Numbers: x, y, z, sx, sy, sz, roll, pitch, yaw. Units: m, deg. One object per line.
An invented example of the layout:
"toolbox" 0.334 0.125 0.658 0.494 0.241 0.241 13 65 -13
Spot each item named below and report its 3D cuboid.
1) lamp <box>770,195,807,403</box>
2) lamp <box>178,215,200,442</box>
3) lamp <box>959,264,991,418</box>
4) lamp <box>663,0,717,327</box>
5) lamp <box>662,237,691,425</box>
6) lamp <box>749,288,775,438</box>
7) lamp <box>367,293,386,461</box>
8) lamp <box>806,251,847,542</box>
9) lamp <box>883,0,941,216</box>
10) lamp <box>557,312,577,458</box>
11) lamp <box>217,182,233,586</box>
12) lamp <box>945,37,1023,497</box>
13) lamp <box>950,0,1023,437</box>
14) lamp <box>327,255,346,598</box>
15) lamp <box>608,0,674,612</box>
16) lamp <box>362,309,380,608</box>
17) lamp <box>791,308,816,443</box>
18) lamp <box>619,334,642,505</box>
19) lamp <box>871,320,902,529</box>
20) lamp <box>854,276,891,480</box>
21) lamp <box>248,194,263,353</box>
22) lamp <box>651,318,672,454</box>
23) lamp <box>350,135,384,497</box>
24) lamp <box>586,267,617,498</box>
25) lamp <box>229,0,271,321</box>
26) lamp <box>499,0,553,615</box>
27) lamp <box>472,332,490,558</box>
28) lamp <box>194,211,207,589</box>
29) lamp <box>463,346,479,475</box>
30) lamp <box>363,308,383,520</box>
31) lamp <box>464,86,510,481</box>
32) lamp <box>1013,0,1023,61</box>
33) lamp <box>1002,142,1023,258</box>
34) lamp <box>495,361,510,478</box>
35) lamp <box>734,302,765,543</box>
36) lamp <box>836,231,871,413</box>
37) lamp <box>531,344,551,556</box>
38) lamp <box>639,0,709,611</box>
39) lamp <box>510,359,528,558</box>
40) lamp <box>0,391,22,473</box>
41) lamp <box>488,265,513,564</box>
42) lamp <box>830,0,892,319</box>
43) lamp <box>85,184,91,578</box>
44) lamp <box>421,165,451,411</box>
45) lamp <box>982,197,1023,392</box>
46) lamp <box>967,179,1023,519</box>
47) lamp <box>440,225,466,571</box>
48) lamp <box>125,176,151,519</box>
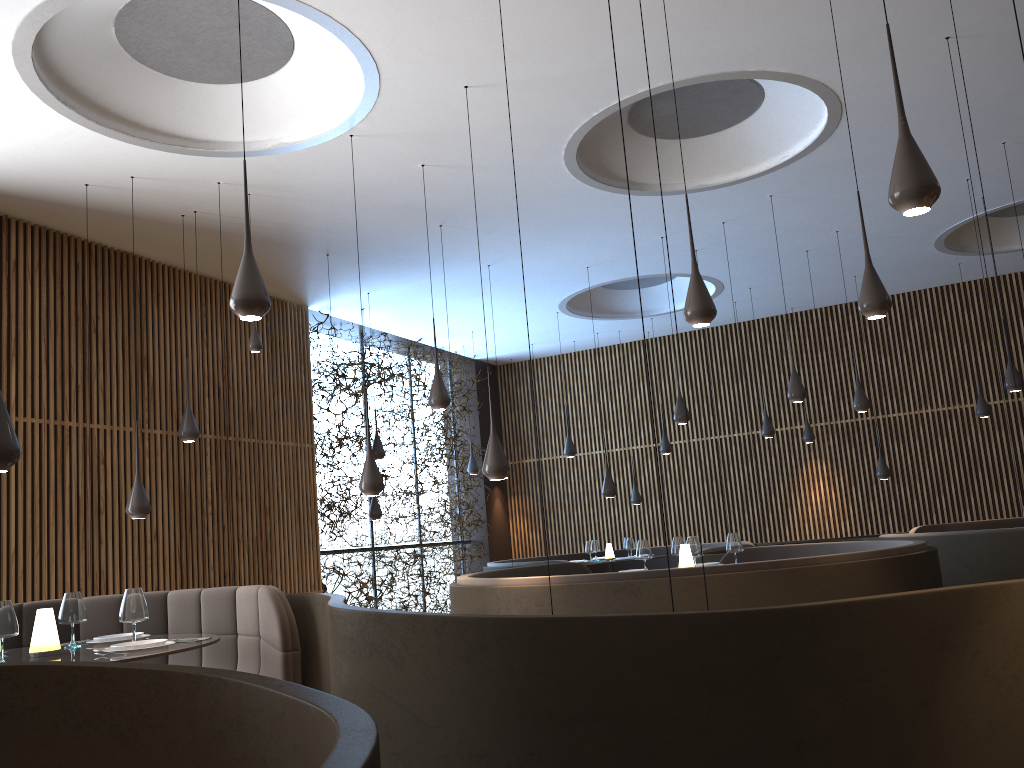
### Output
"lamp" 2.841 -0.906 9.253 0.196 2.215 0.196 0 -10 -29
"lamp" -3.120 -0.551 8.484 0.196 2.215 0.196 2 -11 -39
"lamp" 6.491 -0.627 12.521 0.196 2.215 0.196 -5 -9 1
"lamp" 1.027 -1.438 5.395 0.196 2.215 0.196 -10 -10 30
"lamp" 1.863 -0.635 10.305 0.196 2.215 0.196 0 -10 -29
"lamp" 3.601 -0.321 12.901 0.196 2.215 0.196 -6 -9 11
"lamp" -1.812 -0.110 11.576 0.196 2.215 0.196 0 -10 -29
"lamp" 4.073 1.360 11.008 0.196 6.252 0.196 -12 -11 40
"lamp" 1.525 -1.779 3.704 0.196 2.215 0.196 0 -10 -29
"lamp" 0.784 0.000 13.402 0.196 2.215 0.196 -6 -9 11
"lamp" -2.383 1.271 7.512 0.196 6.252 0.196 2 -11 -36
"lamp" 3.461 0.532 6.063 0.196 6.252 0.196 0 -10 -29
"lamp" 2.937 0.397 5.057 0.196 6.252 0.196 2 -11 -39
"lamp" -1.848 1.607 9.652 0.196 6.252 0.196 -5 -9 1
"lamp" 0.562 0.302 3.419 0.196 6.252 0.196 0 -10 -29
"lamp" -1.853 2.029 12.024 0.196 6.252 0.196 2 -11 -39
"lamp" 4.678 -0.151 14.361 0.196 2.215 0.196 -6 -9 11
"lamp" 1.950 0.547 14.932 0.196 2.950 0.196 -6 -9 11
"lamp" 5.913 1.674 13.632 0.196 6.252 0.196 -12 -11 40
"lamp" 5.111 -0.113 12.678 0.196 2.950 0.196 -6 -9 11
"lamp" -2.393 -1.031 8.166 0.133 1.503 0.133 -8 -9 21
"lamp" 2.366 0.023 14.268 0.196 2.215 0.196 -6 -9 11
"lamp" -1.200 -0.589 7.068 0.196 2.950 0.196 -2 -9 -19
"lamp" 1.093 -0.047 11.185 0.196 2.950 0.196 -8 -9 21
"lamp" -1.354 -1.409 4.455 0.196 2.215 0.196 0 -10 -29
"lamp" 0.156 0.552 4.637 0.196 6.252 0.196 -10 -10 30
"lamp" -0.386 2.237 13.875 0.196 6.252 0.196 2 -11 -39
"lamp" -2.811 1.413 8.113 0.196 6.252 0.196 -10 -10 33
"lamp" -0.743 0.434 15.139 0.196 2.215 0.196 2 -11 -39
"lamp" -1.969 0.394 12.246 0.196 2.950 0.196 0 -10 -29
"lamp" -0.225 -0.780 6.444 0.196 2.950 0.196 -3 -9 -9
"lamp" 1.970 -1.488 3.478 0.196 2.950 0.196 -10 -10 30
"lamp" 4.987 0.761 8.063 0.196 6.252 0.196 0 -10 -29
"lamp" -0.217 0.660 16.655 0.196 2.215 0.196 2 -11 -39
"lamp" 3.735 1.805 13.357 0.196 6.252 0.196 -12 -11 40
"lamp" 4.045 -0.762 10.623 0.196 2.215 0.196 0 -10 -29
"lamp" 0.609 2.380 15.145 0.196 6.252 0.196 2 -11 -39
"lamp" 0.810 0.381 3.981 0.196 6.252 0.196 -10 -10 30
"lamp" 0.240 2.614 16.290 0.196 6.252 0.196 2 -11 -39
"lamp" -2.155 -1.109 3.695 0.196 2.950 0.196 0 -10 -29
"lamp" -0.034 1.614 10.531 0.196 6.252 0.196 -2 -9 -19
"lamp" 2.139 -1.499 5.587 0.196 2.215 0.196 -8 -9 21
"lamp" -3.484 1.330 7.329 0.196 6.252 0.196 -10 -10 33
"lamp" -0.710 -0.869 7.794 0.196 2.215 0.196 -8 -9 21
"lamp" 5.404 -1.013 9.845 0.196 2.215 0.196 0 -10 -29
"lamp" 5.092 0.910 8.950 0.196 6.252 0.196 0 -10 -29
"lamp" -0.508 1.386 9.030 0.196 6.252 0.196 -2 -9 -19
"lamp" -3.186 -0.349 7.498 0.196 2.950 0.196 -6 -9 11
